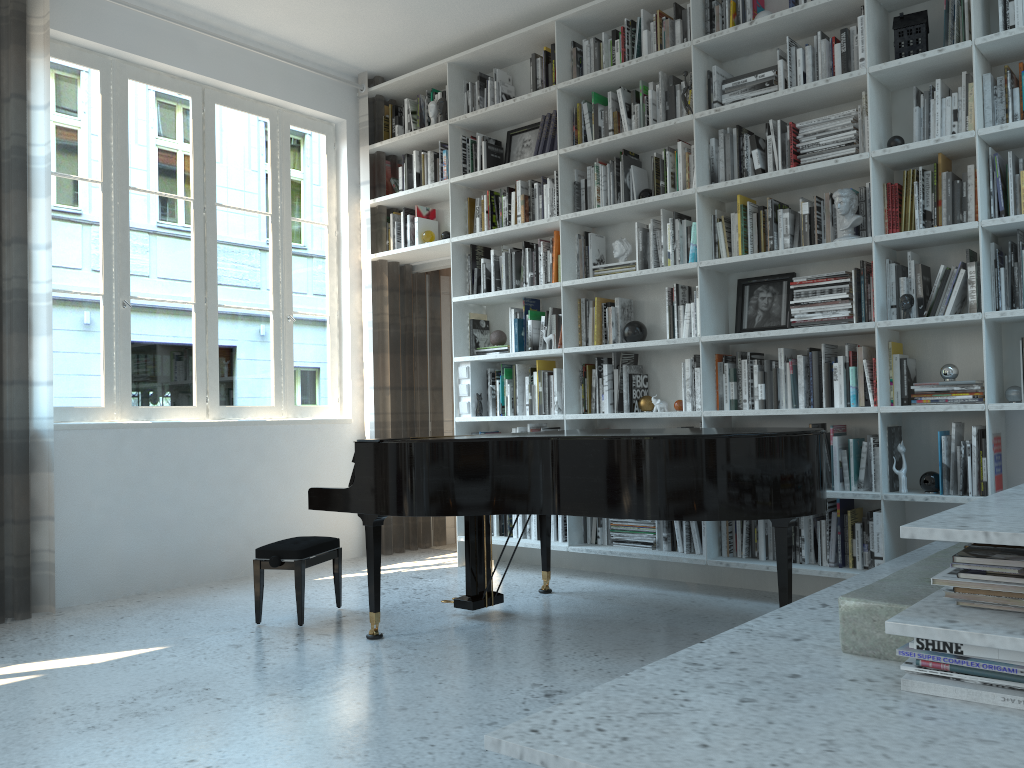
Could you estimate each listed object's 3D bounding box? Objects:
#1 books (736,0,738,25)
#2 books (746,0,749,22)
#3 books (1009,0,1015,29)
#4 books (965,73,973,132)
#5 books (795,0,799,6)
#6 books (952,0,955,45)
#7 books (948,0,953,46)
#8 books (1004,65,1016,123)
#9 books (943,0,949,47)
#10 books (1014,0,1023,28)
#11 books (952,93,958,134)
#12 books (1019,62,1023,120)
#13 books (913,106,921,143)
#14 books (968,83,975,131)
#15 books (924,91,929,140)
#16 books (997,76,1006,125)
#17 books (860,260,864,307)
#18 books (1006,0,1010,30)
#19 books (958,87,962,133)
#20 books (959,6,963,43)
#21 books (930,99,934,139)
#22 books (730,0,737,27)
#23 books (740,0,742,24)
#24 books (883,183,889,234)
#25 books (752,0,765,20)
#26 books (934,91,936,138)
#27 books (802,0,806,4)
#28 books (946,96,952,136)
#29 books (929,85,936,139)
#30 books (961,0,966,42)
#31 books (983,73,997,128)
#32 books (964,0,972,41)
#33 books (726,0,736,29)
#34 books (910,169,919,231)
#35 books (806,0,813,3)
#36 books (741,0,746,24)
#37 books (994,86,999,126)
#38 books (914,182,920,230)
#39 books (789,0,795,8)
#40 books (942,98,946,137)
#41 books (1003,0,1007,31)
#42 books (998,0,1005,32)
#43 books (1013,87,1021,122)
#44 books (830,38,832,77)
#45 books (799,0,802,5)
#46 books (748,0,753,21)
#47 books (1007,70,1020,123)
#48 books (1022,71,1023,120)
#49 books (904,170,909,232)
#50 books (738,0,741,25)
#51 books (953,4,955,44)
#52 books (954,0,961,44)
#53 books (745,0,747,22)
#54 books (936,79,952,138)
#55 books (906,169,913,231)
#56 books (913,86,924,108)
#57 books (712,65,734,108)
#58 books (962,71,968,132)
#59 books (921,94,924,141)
[{"bbox_3d":[1.162,-1.830,4.446,0.014,0.248,0.139,-3,-2,40],"label":"books"},{"bbox_3d":[1.204,-1.801,4.405,0.010,0.186,0.152,-3,-2,40],"label":"books"},{"bbox_3d":[2.082,-1.511,3.658,0.026,0.243,0.148,-3,-2,40],"label":"books"},{"bbox_3d":[1.953,-1.154,3.760,0.025,0.277,0.173,-3,-2,40],"label":"books"},{"bbox_3d":[1.389,-1.867,4.242,0.011,0.296,0.157,-3,-2,40],"label":"books"},{"bbox_3d":[1.913,-1.551,3.804,0.025,0.339,0.143,-3,-2,40],"label":"books"},{"bbox_3d":[1.898,-1.517,3.797,0.022,0.272,0.181,-3,-2,40],"label":"books"},{"bbox_3d":[2.070,-1.161,3.677,0.014,0.278,0.154,-3,-2,40],"label":"books"},{"bbox_3d":[1.877,-1.517,3.797,0.021,0.272,0.190,-3,-2,40],"label":"books"},{"bbox_3d":[2.090,-1.495,3.627,0.026,0.207,0.181,-3,-2,40],"label":"books"},{"bbox_3d":[1.910,-1.119,3.787,0.029,0.211,0.157,-3,-2,40],"label":"books"},{"bbox_3d":[2.115,-1.166,3.654,0.014,0.284,0.135,-3,-2,40],"label":"books"},{"bbox_3d":[1.794,-1.099,3.881,0.028,0.185,0.181,-3,-2,40],"label":"books"},{"bbox_3d":[1.956,-1.131,3.736,0.028,0.229,0.176,-3,-2,40],"label":"books"},{"bbox_3d":[1.831,-1.133,3.870,0.028,0.250,0.164,-3,-2,40],"label":"books"},{"bbox_3d":[2.056,-1.142,3.693,0.030,0.242,0.138,-3,-2,40],"label":"books"},{"bbox_3d":[1.627,-0.410,4.062,0.011,0.299,0.130,-3,-2,40],"label":"books"},{"bbox_3d":[2.071,-1.509,3.675,0.012,0.239,0.138,-3,-2,40],"label":"books"},{"bbox_3d":[1.929,-1.131,3.781,0.024,0.234,0.149,-3,-2,40],"label":"books"},{"bbox_3d":[1.935,-1.488,3.782,0.013,0.210,0.140,-3,-2,40],"label":"books"},{"bbox_3d":[1.851,-1.113,3.853,0.023,0.207,0.171,-3,-2,40],"label":"books"},{"bbox_3d":[1.139,-1.802,4.456,0.023,0.195,0.172,-3,-2,40],"label":"books"},{"bbox_3d":[1.176,-1.816,4.420,0.016,0.219,0.144,-3,-2,40],"label":"books"},{"bbox_3d":[1.703,-0.760,3.983,0.014,0.254,0.161,-3,-2,40],"label":"books"},{"bbox_3d":[1.225,-1.826,4.404,0.004,0.235,0.137,-3,-2,40],"label":"books"},{"bbox_3d":[1.859,-1.128,3.840,0.023,0.236,0.178,-3,-2,40],"label":"books"},{"bbox_3d":[1.413,-1.886,4.208,0.010,0.331,0.186,-3,-2,40],"label":"books"},{"bbox_3d":[1.894,-1.110,3.800,0.027,0.196,0.185,-3,-2,40],"label":"books"},{"bbox_3d":[1.842,-1.147,3.862,0.019,0.275,0.146,-3,-2,40],"label":"books"},{"bbox_3d":[1.935,-1.511,3.769,0.005,0.255,0.158,-3,-2,40],"label":"books"},{"bbox_3d":[2.008,-1.145,3.703,0.028,0.251,0.190,-3,-2,40],"label":"books"},{"bbox_3d":[1.943,-1.509,3.744,0.013,0.248,0.186,-3,-2,40],"label":"books"},{"bbox_3d":[1.117,-1.836,4.458,0.011,0.265,0.163,-3,-2,40],"label":"books"},{"bbox_3d":[1.788,-0.784,3.906,0.035,0.293,0.145,-3,-2,40],"label":"books"},{"bbox_3d":[1.440,-1.827,4.192,0.050,0.211,0.173,-3,-2,40],"label":"books"},{"bbox_3d":[1.182,-1.835,4.412,0.005,0.255,0.168,-3,-2,40],"label":"books"},{"bbox_3d":[2.043,-1.125,3.710,0.013,0.210,0.140,-3,-2,40],"label":"books"},{"bbox_3d":[1.798,-0.755,3.885,0.015,0.231,0.180,-3,-2,40],"label":"books"},{"bbox_3d":[1.366,-1.864,4.251,0.014,0.292,0.176,-3,-2,40],"label":"books"},{"bbox_3d":[1.878,-1.109,3.810,0.024,0.195,0.173,-3,-2,40],"label":"books"},{"bbox_3d":[2.066,-1.528,3.687,0.011,0.280,0.133,-3,-2,40],"label":"books"},{"bbox_3d":[2.044,-1.531,3.679,0.012,0.285,0.159,-3,-2,40],"label":"books"},{"bbox_3d":[2.092,-1.113,3.652,0.021,0.179,0.136,-3,-2,40],"label":"books"},{"bbox_3d":[1.520,-1.477,4.145,0.011,0.239,0.139,-3,-2,40],"label":"books"},{"bbox_3d":[1.413,-1.824,4.237,0.031,0.208,0.146,-3,-2,40],"label":"books"},{"bbox_3d":[1.207,-1.837,4.394,0.011,0.256,0.143,-3,-2,40],"label":"books"},{"bbox_3d":[2.070,-1.147,3.655,0.014,0.247,0.176,-3,-2,40],"label":"books"},{"bbox_3d":[2.113,-1.143,3.630,0.013,0.236,0.157,-3,-2,40],"label":"books"},{"bbox_3d":[1.769,-0.783,3.922,0.035,0.293,0.145,-3,-2,40],"label":"books"},{"bbox_3d":[1.167,-1.838,4.433,0.013,0.264,0.147,-3,-2,40],"label":"books"},{"bbox_3d":[1.919,-1.490,3.799,0.024,0.217,0.169,-3,-2,40],"label":"books"},{"bbox_3d":[1.912,-1.527,3.777,0.021,0.288,0.179,-3,-2,40],"label":"books"},{"bbox_3d":[1.201,-1.832,4.421,0.013,0.249,0.148,-3,-2,40],"label":"books"},{"bbox_3d":[1.857,-1.149,3.813,0.028,0.275,0.187,-3,-2,40],"label":"books"},{"bbox_3d":[1.769,-0.784,3.902,0.035,0.293,0.145,-3,-2,40],"label":"books"},{"bbox_3d":[1.797,-1.149,3.907,0.018,0.285,0.159,-3,-2,40],"label":"books"},{"bbox_3d":[1.071,-1.459,4.484,0.021,0.249,0.191,-3,-2,40],"label":"books"},{"bbox_3d":[1.943,-1.161,3.772,0.028,0.293,0.154,-3,-2,40],"label":"books"},{"bbox_3d":[1.821,-1.129,3.886,0.024,0.242,0.159,-3,-2,40],"label":"books"}]
